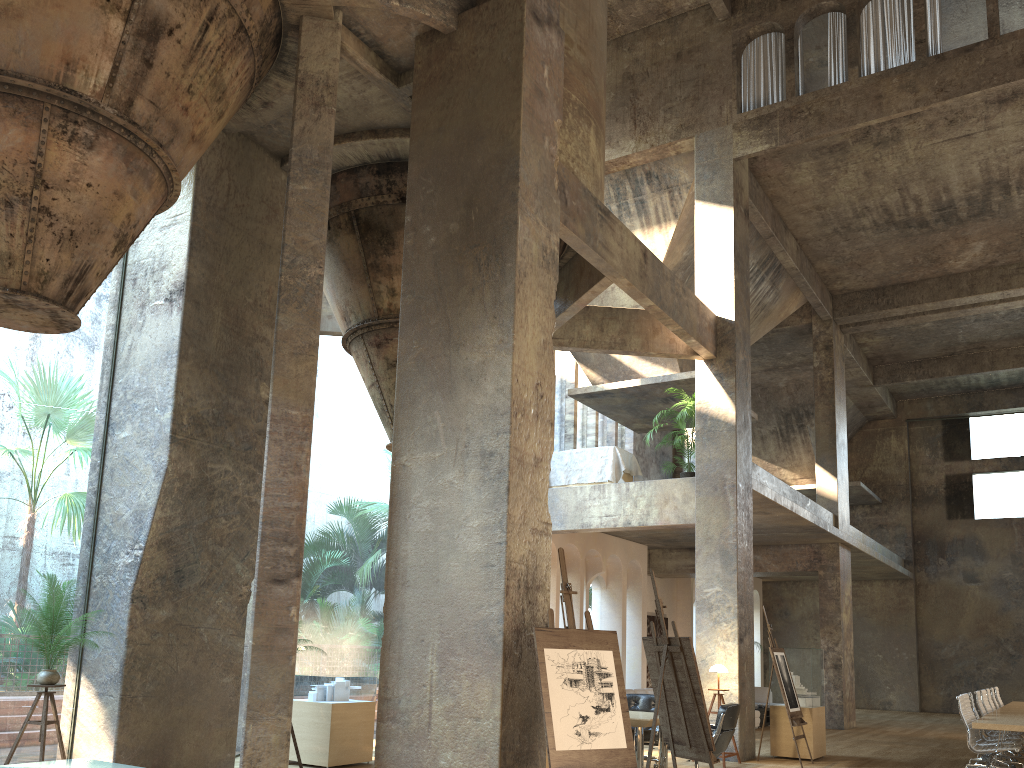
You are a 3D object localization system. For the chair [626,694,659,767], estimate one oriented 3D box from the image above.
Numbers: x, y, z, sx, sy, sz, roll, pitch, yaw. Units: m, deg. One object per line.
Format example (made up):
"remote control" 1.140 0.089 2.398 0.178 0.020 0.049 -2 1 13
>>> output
"chair" 1.550 4.263 10.769 0.732 0.870 0.841 -4 -15 26

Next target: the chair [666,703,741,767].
"chair" 2.050 3.926 9.602 0.824 0.870 0.746 -5 -15 28

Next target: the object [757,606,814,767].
"object" 3.683 4.103 12.007 0.688 2.093 0.715 -4 -12 31

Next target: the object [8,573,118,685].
"object" -3.770 2.064 7.408 0.869 0.916 0.698 12 -16 -36

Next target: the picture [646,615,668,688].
"picture" 3.458 6.457 21.063 0.070 1.726 1.535 -4 -14 32

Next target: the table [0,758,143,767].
"table" -2.427 2.595 5.139 1.883 0.532 0.961 -8 -18 32

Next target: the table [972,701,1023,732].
"table" 7.796 5.040 12.429 1.611 0.739 7.881 -8 -19 31

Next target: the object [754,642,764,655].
"object" 5.627 7.404 22.242 1.413 1.767 1.381 -8 -16 37

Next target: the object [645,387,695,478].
"object" 2.956 0.819 14.292 1.413 1.763 1.381 -8 -16 37

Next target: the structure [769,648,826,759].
"structure" 4.132 4.608 12.715 0.597 1.508 0.758 -5 -13 32

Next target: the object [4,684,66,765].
"object" -3.835 2.991 7.303 0.661 0.948 0.584 -4 -13 26

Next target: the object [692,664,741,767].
"object" 2.650 4.371 11.648 0.574 1.265 0.672 -5 -13 32

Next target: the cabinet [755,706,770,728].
"cabinet" 5.273 7.005 18.528 0.398 0.360 1.595 -6 -18 31

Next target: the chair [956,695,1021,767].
"chair" 5.571 4.177 10.264 0.704 0.999 0.678 -7 -15 37

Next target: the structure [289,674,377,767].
"structure" -2.143 3.951 10.354 0.739 0.989 0.759 -6 -15 32

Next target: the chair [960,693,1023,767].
"chair" 6.001 4.415 11.001 0.705 0.999 0.677 -8 -16 40

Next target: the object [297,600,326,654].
"object" -2.442 2.726 9.444 0.865 0.916 0.702 -7 -15 34

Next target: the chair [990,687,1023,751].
"chair" 8.387 5.628 14.737 0.704 0.999 0.678 -7 -15 35

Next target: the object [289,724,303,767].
"object" -2.563 3.680 9.436 0.662 0.948 0.583 7 -13 -21

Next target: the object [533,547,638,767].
"object" 0.452 2.145 5.909 0.708 2.093 0.695 8 -12 -31

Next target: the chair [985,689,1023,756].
"chair" 7.900 5.380 13.972 0.704 0.999 0.678 -7 -15 37

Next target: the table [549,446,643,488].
"table" 1.336 1.587 15.315 1.761 0.781 1.139 -8 -18 32

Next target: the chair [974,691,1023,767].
"chair" 6.952 4.899 12.491 0.704 0.999 0.678 -7 -15 37

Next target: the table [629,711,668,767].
"table" 0.739 4.226 10.420 2.426 0.682 1.128 -8 -18 32

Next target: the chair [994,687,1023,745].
"chair" 8.895 5.884 15.525 0.705 0.999 0.678 -8 -15 37

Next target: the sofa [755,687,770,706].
"sofa" 5.615 7.452 20.555 2.081 0.702 1.094 -8 -18 31

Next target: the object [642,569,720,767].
"object" 1.370 2.669 7.537 0.689 2.093 0.714 7 -12 -25

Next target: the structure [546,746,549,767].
"structure" 0.047 3.144 7.451 0.747 0.989 0.751 -6 -15 32

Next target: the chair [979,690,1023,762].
"chair" 7.424 5.137 13.223 0.705 0.999 0.677 -8 -16 40

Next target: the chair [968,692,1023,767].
"chair" 6.450 4.648 11.718 0.703 0.999 0.679 -6 -14 31

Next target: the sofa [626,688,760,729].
"sofa" 3.376 6.315 17.058 2.078 0.703 2.992 -8 -19 31
